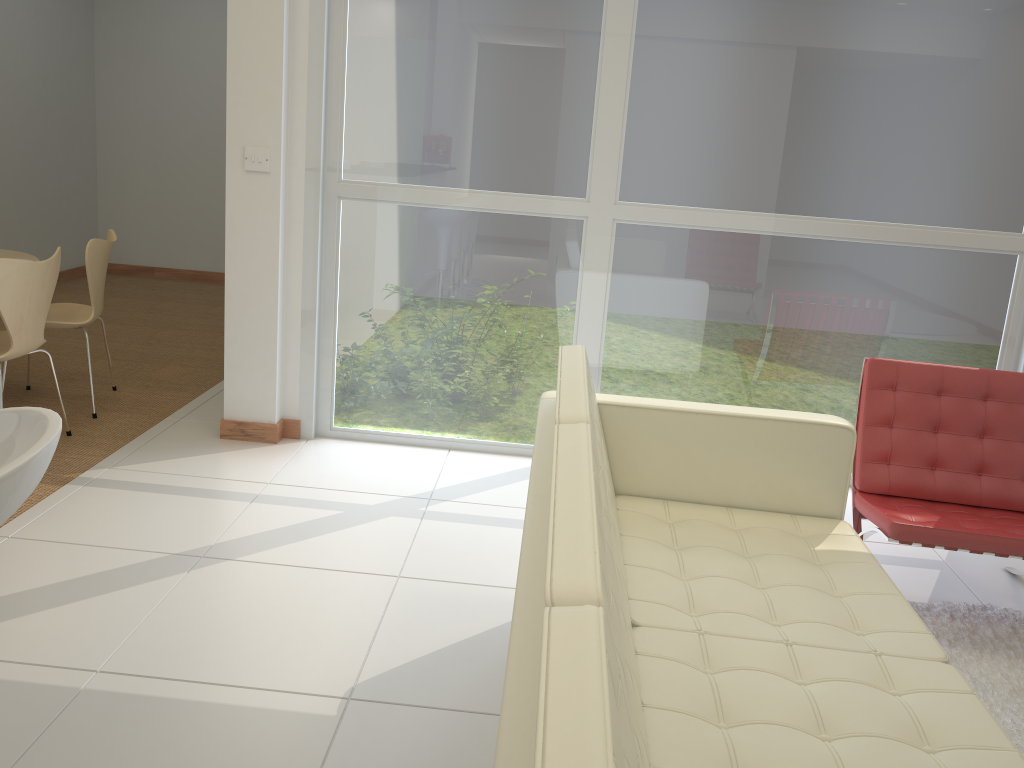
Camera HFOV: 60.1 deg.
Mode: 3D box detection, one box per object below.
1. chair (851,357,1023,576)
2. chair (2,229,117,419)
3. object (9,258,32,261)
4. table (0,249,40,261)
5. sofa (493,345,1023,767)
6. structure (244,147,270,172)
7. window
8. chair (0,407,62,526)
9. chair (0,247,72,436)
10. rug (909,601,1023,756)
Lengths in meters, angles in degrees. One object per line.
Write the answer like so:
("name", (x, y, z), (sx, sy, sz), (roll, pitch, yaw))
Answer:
("chair", (1.617, 0.394, 3.136), (0.700, 0.807, 0.715), (6, 13, 8))
("chair", (-2.309, -0.332, 4.558), (0.515, 0.896, 0.528), (1, 13, -14))
("object", (-2.511, -0.605, 4.427), (0.211, 0.015, 0.212), (-5, 18, -31))
("table", (-2.948, -0.103, 3.854), (1.280, 0.720, 2.291), (5, 15, 3))
("sofa", (0.478, 0.657, 1.616), (1.001, 0.911, 2.598), (5, 15, 3))
("structure", (-1.155, -1.017, 4.009), (0.114, 0.103, 0.013), (5, 12, 3))
("window", (0.755, -0.894, 4.070), (3.433, 2.682, 0.122), (5, 12, 3))
("chair", (-0.958, 0.562, 1.405), (0.464, 1.009, 0.463), (2, 13, -11))
("chair", (-2.269, -0.142, 3.866), (0.516, 0.896, 0.528), (5, 13, 3))
("rug", (1.608, 1.233, 1.561), (2.443, 0.004, 3.370), (5, 15, 4))
